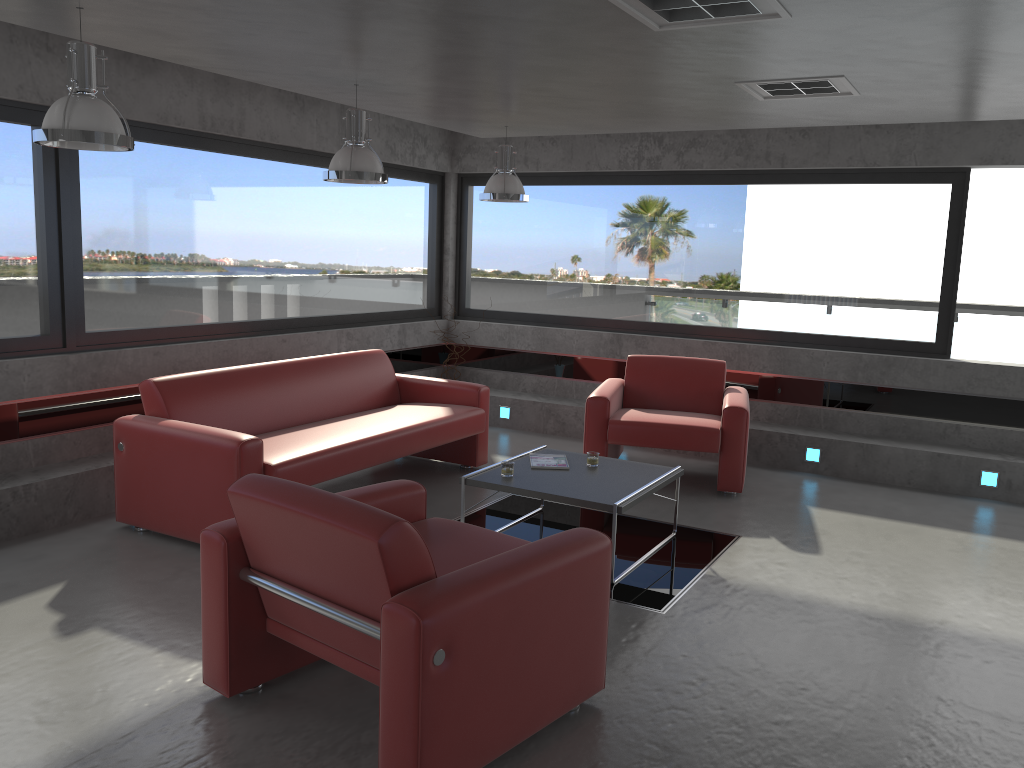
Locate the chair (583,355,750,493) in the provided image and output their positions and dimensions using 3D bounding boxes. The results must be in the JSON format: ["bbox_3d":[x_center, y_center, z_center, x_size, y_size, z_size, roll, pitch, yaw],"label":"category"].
[{"bbox_3d":[1.220,0.258,6.889,1.196,0.854,1.130,4,9,14],"label":"chair"}]

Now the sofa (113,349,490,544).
[{"bbox_3d":[-1.220,0.302,6.035,1.120,0.854,2.626,7,10,29],"label":"sofa"}]

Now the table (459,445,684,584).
[{"bbox_3d":[0.368,0.727,5.250,0.994,0.436,1.018,7,10,29],"label":"table"}]

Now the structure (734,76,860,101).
[{"bbox_3d":[1.586,-1.741,4.876,0.563,0.240,0.563,7,10,29],"label":"structure"}]

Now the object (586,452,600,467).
[{"bbox_3d":[0.494,0.459,5.417,0.079,0.077,0.079,8,11,37],"label":"object"}]

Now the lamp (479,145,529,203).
[{"bbox_3d":[-0.054,-1.631,6.862,0.388,0.422,0.389,5,9,18],"label":"lamp"}]

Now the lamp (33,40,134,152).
[{"bbox_3d":[-1.813,-1.221,3.748,0.389,0.422,0.388,7,10,29],"label":"lamp"}]

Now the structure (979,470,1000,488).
[{"bbox_3d":[3.540,0.705,6.577,0.123,0.123,0.004,7,10,29],"label":"structure"}]

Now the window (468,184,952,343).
[{"bbox_3d":[1.485,-1.199,8.155,4.583,1.364,0.003,7,10,29],"label":"window"}]

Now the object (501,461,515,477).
[{"bbox_3d":[-0.025,0.489,5.101,0.079,0.077,0.079,4,9,12],"label":"object"}]

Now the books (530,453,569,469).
[{"bbox_3d":[0.227,0.472,5.457,0.228,0.022,0.326,2,9,-1],"label":"books"}]

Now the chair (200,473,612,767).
[{"bbox_3d":[-0.368,0.735,3.372,1.196,0.854,1.130,9,11,38],"label":"chair"}]

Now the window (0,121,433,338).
[{"bbox_3d":[-2.712,-0.981,5.738,0.003,1.364,7.800,7,10,29],"label":"window"}]

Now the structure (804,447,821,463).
[{"bbox_3d":[2.437,0.574,7.183,0.123,0.123,0.004,7,10,29],"label":"structure"}]

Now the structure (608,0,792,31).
[{"bbox_3d":[0.712,-1.538,3.328,0.563,0.240,0.563,7,10,29],"label":"structure"}]

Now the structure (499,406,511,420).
[{"bbox_3d":[-0.069,0.278,8.559,0.123,0.123,0.004,7,10,29],"label":"structure"}]

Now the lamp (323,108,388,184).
[{"bbox_3d":[-0.934,-1.426,5.305,0.389,0.422,0.388,7,10,29],"label":"lamp"}]

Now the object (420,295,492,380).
[{"bbox_3d":[-0.552,-0.156,8.007,0.531,1.289,0.466,10,11,41],"label":"object"}]
